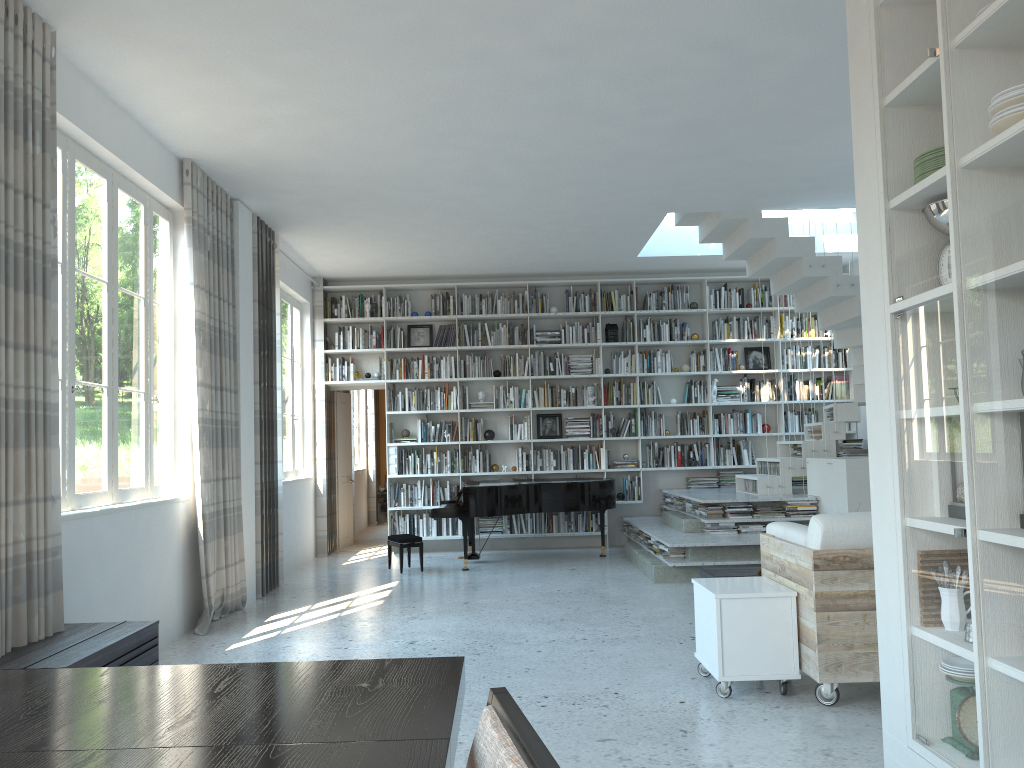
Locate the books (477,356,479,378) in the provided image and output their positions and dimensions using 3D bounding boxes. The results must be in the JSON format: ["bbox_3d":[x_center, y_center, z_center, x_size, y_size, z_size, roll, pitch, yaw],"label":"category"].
[{"bbox_3d":[-0.400,-0.190,10.511,0.010,0.261,0.169,-2,-4,-1],"label":"books"}]

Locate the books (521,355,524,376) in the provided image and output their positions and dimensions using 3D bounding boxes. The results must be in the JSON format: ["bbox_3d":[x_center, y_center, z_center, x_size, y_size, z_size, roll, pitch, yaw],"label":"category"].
[{"bbox_3d":[0.128,-0.202,10.509,0.022,0.257,0.155,-2,-4,-1],"label":"books"}]

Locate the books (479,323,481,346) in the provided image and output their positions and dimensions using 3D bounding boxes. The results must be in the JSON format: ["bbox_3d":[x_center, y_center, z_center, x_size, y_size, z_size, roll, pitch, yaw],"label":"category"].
[{"bbox_3d":[-0.381,-0.573,10.526,0.023,0.293,0.156,-2,-4,-1],"label":"books"}]

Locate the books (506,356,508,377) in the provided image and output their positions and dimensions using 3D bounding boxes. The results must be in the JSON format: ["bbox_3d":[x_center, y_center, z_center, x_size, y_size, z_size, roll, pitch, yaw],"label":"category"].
[{"bbox_3d":[-0.057,-0.202,10.523,0.009,0.266,0.149,-2,-4,-1],"label":"books"}]

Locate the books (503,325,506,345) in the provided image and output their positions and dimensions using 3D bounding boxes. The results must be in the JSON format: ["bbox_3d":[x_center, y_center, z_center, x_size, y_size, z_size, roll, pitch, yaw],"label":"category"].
[{"bbox_3d":[-0.085,-0.564,10.537,0.028,0.260,0.135,-2,-4,-1],"label":"books"}]

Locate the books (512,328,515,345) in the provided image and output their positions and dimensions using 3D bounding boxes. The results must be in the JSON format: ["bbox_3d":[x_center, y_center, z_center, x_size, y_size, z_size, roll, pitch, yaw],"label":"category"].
[{"bbox_3d":[0.015,-0.546,10.526,0.030,0.217,0.182,-2,-4,-1],"label":"books"}]

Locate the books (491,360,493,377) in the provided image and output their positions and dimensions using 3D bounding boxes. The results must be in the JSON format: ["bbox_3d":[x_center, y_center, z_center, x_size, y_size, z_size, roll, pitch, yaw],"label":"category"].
[{"bbox_3d":[-0.236,-0.179,10.511,0.031,0.232,0.148,-2,-4,-1],"label":"books"}]

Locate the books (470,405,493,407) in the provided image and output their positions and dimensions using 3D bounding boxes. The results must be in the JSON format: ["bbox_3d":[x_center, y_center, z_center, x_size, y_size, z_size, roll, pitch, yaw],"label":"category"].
[{"bbox_3d":[-0.363,0.264,10.479,0.254,0.012,0.161,-1,-4,-6],"label":"books"}]

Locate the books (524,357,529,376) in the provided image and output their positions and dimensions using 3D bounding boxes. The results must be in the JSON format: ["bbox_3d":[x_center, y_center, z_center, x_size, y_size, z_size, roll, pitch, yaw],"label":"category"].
[{"bbox_3d":[0.172,-0.195,10.488,0.064,0.237,0.209,-2,-4,-1],"label":"books"}]

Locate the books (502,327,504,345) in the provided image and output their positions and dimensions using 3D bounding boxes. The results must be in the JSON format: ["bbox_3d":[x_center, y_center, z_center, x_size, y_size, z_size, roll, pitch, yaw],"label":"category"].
[{"bbox_3d":[-0.109,-0.547,10.517,0.021,0.226,0.191,-2,-4,-1],"label":"books"}]

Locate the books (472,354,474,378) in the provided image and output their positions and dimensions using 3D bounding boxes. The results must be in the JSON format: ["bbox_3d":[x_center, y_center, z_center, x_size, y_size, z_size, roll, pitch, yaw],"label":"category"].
[{"bbox_3d":[-0.459,-0.200,10.492,0.010,0.283,0.184,-2,-4,-1],"label":"books"}]

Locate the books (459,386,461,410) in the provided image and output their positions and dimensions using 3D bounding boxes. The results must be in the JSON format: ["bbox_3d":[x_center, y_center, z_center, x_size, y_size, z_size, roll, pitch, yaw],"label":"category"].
[{"bbox_3d":[-0.611,0.172,10.493,0.012,0.285,0.159,-2,-4,-1],"label":"books"}]

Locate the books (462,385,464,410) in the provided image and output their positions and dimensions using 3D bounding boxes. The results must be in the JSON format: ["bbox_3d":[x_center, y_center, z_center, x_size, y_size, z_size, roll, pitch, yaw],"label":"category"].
[{"bbox_3d":[-0.576,0.166,10.506,0.011,0.297,0.136,-2,-3,-1],"label":"books"}]

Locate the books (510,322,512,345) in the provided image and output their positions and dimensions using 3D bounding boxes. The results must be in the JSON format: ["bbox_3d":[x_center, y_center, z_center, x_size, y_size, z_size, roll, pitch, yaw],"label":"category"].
[{"bbox_3d":[-0.012,-0.580,10.548,0.022,0.290,0.146,-2,-4,-1],"label":"books"}]

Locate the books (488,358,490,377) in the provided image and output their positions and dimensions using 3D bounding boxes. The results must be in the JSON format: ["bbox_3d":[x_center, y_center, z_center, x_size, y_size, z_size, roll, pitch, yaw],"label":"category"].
[{"bbox_3d":[-0.271,-0.180,10.527,0.009,0.236,0.135,-2,-4,-1],"label":"books"}]

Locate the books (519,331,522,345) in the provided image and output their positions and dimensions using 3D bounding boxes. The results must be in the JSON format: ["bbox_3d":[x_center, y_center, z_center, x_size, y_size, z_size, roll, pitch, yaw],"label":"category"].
[{"bbox_3d":[0.102,-0.571,10.529,0.055,0.263,0.167,-2,-4,-1],"label":"books"}]

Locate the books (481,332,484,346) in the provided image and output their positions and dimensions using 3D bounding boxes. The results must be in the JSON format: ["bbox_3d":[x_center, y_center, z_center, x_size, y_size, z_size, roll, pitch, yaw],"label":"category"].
[{"bbox_3d":[-0.351,-0.516,10.533,0.034,0.180,0.160,-2,-4,-1],"label":"books"}]

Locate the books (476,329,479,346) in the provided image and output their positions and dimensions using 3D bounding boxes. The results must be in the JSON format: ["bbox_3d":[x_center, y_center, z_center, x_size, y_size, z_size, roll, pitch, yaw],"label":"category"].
[{"bbox_3d":[-0.406,-0.535,10.524,0.029,0.218,0.158,-2,-4,-1],"label":"books"}]

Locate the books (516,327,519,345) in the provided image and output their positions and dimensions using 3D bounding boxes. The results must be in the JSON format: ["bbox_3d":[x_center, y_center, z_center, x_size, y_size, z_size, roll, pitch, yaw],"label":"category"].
[{"bbox_3d":[0.063,-0.555,10.547,0.024,0.237,0.153,-2,-4,-1],"label":"books"}]

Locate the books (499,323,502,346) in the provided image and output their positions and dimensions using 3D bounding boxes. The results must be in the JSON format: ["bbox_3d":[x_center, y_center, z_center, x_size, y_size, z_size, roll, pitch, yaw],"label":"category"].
[{"bbox_3d":[-0.134,-0.575,10.543,0.026,0.286,0.137,-2,-4,-1],"label":"books"}]

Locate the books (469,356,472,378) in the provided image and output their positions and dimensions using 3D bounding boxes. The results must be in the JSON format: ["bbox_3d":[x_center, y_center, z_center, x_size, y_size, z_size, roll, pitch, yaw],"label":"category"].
[{"bbox_3d":[-0.486,-0.189,10.500,0.024,0.262,0.177,-2,-4,-1],"label":"books"}]

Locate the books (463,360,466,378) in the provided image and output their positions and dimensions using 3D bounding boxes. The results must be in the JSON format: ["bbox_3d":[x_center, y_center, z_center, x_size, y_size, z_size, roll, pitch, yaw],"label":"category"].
[{"bbox_3d":[-0.558,-0.164,10.520,0.024,0.219,0.140,-2,-4,-1],"label":"books"}]

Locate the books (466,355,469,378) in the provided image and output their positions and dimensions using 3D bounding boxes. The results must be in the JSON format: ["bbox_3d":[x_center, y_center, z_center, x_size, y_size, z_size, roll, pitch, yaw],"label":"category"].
[{"bbox_3d":[-0.522,-0.196,10.503,0.026,0.279,0.151,-2,-4,-1],"label":"books"}]

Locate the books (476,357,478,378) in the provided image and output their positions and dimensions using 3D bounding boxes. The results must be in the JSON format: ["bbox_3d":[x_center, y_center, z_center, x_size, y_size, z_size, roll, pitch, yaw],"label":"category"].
[{"bbox_3d":[-0.410,-0.186,10.486,0.012,0.251,0.184,-2,-4,-1],"label":"books"}]

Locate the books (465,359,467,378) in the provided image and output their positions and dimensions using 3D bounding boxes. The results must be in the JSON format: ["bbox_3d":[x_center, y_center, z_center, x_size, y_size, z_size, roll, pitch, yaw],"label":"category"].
[{"bbox_3d":[-0.540,-0.175,10.508,0.012,0.240,0.134,-2,-4,-1],"label":"books"}]

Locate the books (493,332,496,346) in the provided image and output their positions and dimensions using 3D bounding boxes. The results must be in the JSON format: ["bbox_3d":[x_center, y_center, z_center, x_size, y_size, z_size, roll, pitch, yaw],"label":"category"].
[{"bbox_3d":[-0.205,-0.521,10.526,0.028,0.180,0.168,-2,-4,-1],"label":"books"}]

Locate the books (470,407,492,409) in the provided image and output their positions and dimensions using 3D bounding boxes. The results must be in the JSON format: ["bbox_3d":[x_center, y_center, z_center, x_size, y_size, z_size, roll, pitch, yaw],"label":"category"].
[{"bbox_3d":[-0.362,0.290,10.488,0.254,0.012,0.161,-2,-4,-1],"label":"books"}]

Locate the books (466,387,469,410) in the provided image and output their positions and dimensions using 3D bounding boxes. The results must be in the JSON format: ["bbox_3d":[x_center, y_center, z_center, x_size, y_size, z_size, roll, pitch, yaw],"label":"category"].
[{"bbox_3d":[-0.526,0.173,10.489,0.021,0.277,0.136,-2,-4,-1],"label":"books"}]

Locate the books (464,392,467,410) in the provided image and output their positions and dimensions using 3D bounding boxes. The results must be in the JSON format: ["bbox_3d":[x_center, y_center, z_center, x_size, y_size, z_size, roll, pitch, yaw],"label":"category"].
[{"bbox_3d":[-0.552,0.208,10.492,0.034,0.209,0.136,-2,-4,-1],"label":"books"}]

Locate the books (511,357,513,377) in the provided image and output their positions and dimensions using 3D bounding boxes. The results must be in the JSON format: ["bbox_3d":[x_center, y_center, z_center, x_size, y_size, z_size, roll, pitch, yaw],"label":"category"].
[{"bbox_3d":[-0.001,-0.194,10.490,0.013,0.243,0.189,-2,-4,-1],"label":"books"}]

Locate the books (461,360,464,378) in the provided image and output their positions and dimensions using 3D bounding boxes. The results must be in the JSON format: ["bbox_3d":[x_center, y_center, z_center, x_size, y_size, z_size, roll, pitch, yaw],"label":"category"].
[{"bbox_3d":[-0.585,-0.166,10.521,0.029,0.224,0.136,-2,-4,-1],"label":"books"}]

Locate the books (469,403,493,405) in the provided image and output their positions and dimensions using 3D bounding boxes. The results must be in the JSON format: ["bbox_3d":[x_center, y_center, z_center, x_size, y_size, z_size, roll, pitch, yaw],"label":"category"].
[{"bbox_3d":[-0.363,0.240,10.487,0.285,0.012,0.159,-2,-4,1],"label":"books"}]

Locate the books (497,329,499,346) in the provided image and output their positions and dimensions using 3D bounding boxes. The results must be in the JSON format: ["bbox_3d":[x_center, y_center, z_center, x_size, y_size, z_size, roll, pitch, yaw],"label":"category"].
[{"bbox_3d":[-0.168,-0.536,10.553,0.024,0.212,0.128,-2,-4,-1],"label":"books"}]

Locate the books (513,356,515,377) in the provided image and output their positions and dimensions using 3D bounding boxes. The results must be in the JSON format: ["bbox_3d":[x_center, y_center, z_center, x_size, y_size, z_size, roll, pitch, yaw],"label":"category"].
[{"bbox_3d":[0.023,-0.198,10.514,0.017,0.253,0.139,-2,-4,-1],"label":"books"}]

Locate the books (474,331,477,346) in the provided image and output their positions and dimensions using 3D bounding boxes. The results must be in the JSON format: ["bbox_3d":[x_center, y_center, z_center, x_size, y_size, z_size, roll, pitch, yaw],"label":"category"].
[{"bbox_3d":[-0.432,-0.525,10.530,0.024,0.201,0.153,-2,-4,-1],"label":"books"}]

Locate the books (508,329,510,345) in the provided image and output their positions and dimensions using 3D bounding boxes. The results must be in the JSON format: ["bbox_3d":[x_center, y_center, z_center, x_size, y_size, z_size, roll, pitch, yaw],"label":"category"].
[{"bbox_3d":[-0.034,-0.541,10.543,0.024,0.213,0.150,-2,-4,-1],"label":"books"}]

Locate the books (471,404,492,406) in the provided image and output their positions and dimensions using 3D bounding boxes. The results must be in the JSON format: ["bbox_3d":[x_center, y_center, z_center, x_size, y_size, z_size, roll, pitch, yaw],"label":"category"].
[{"bbox_3d":[-0.363,0.252,10.484,0.254,0.012,0.161,-1,-4,-4],"label":"books"}]

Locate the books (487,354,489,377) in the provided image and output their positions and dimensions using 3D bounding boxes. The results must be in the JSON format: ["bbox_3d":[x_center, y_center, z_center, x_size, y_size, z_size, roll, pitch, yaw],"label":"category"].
[{"bbox_3d":[-0.281,-0.207,10.494,0.011,0.287,0.189,-2,-4,-1],"label":"books"}]

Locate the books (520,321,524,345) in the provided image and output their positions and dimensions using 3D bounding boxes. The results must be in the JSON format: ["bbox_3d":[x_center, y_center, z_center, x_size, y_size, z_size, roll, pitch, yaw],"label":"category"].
[{"bbox_3d":[0.117,-0.591,10.530,0.058,0.302,0.175,-2,-4,-1],"label":"books"}]

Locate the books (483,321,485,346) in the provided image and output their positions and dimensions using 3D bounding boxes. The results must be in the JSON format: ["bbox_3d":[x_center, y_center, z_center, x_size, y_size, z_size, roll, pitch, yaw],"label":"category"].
[{"bbox_3d":[-0.329,-0.584,10.546,0.013,0.315,0.135,-2,-3,-1],"label":"books"}]

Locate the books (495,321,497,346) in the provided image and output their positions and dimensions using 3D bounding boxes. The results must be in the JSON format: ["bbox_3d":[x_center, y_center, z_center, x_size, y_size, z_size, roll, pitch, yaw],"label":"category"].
[{"bbox_3d":[-0.187,-0.585,10.530,0.012,0.307,0.145,-2,-4,-1],"label":"books"}]

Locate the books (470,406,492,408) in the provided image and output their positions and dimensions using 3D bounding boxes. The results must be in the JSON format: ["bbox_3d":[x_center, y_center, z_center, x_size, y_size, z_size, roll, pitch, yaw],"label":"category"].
[{"bbox_3d":[-0.362,0.277,10.480,0.254,0.012,0.161,-1,-4,-5],"label":"books"}]

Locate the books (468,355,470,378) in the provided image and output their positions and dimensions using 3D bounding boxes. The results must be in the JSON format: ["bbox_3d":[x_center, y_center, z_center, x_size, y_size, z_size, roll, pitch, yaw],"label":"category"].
[{"bbox_3d":[-0.504,-0.195,10.499,0.012,0.276,0.157,-2,-4,-1],"label":"books"}]

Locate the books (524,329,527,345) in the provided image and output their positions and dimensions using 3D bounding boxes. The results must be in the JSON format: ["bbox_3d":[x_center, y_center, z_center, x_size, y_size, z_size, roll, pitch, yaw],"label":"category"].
[{"bbox_3d":[0.161,-0.545,10.552,0.028,0.211,0.134,-2,-4,-1],"label":"books"}]

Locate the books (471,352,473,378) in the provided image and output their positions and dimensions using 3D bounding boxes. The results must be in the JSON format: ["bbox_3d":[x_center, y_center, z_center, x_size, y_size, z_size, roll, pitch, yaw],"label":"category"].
[{"bbox_3d":[-0.469,-0.215,10.515,0.011,0.317,0.154,-2,-4,-1],"label":"books"}]

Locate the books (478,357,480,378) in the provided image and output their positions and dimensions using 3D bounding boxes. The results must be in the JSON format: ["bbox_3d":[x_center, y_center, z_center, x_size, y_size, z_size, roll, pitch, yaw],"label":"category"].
[{"bbox_3d":[-0.389,-0.187,10.510,0.011,0.255,0.152,-2,-4,-1],"label":"books"}]

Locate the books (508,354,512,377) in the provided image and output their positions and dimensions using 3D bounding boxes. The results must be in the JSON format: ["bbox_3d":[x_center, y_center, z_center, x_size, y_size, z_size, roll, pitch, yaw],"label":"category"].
[{"bbox_3d":[-0.025,-0.213,10.525,0.033,0.287,0.155,-2,-4,-1],"label":"books"}]

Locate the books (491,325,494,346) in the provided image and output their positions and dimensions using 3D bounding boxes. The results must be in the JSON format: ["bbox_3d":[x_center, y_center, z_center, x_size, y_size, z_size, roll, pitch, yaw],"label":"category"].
[{"bbox_3d":[-0.233,-0.562,10.535,0.027,0.265,0.168,-2,-4,-1],"label":"books"}]

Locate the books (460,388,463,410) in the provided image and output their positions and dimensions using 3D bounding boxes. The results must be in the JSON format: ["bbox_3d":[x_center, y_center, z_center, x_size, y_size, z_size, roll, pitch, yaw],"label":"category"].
[{"bbox_3d":[-0.593,0.185,10.486,0.024,0.257,0.134,-2,-4,-1],"label":"books"}]

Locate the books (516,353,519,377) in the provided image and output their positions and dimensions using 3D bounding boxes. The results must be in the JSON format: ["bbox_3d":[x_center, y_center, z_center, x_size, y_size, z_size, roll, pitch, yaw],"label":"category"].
[{"bbox_3d":[0.061,-0.214,10.508,0.022,0.284,0.190,-2,-4,-1],"label":"books"}]

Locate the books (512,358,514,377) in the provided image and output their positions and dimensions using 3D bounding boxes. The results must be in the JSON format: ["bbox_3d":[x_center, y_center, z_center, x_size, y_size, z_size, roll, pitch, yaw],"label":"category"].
[{"bbox_3d":[0.010,-0.188,10.526,0.011,0.236,0.130,-2,-4,-1],"label":"books"}]

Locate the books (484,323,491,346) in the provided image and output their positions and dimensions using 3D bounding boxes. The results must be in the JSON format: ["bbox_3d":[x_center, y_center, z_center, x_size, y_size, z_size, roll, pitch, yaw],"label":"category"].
[{"bbox_3d":[-0.284,-0.572,10.520,0.075,0.285,0.178,-2,-4,-1],"label":"books"}]

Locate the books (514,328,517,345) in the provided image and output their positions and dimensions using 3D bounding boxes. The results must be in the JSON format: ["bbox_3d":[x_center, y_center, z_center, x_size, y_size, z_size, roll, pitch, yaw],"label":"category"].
[{"bbox_3d":[0.040,-0.548,10.531,0.022,0.222,0.161,-2,-4,-1],"label":"books"}]

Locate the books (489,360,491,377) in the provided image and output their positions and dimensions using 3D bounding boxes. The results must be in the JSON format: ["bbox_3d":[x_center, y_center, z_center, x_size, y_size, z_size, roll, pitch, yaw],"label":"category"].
[{"bbox_3d":[-0.261,-0.171,10.520,0.012,0.218,0.151,-2,-4,-1],"label":"books"}]

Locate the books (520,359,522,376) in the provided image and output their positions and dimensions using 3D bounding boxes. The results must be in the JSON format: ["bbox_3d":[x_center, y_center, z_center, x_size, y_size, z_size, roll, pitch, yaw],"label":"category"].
[{"bbox_3d":[0.106,-0.180,10.517,0.024,0.216,0.142,-2,-4,-1],"label":"books"}]

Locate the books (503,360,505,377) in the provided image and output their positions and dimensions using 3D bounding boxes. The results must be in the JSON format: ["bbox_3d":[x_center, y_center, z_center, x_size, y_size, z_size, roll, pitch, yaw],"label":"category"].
[{"bbox_3d":[-0.093,-0.176,10.516,0.013,0.216,0.149,-2,-4,-1],"label":"books"}]

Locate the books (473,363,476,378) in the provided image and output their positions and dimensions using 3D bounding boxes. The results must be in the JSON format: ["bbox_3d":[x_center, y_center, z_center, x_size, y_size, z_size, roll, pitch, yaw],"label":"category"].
[{"bbox_3d":[-0.438,-0.151,10.507,0.029,0.186,0.149,-2,-4,-1],"label":"books"}]

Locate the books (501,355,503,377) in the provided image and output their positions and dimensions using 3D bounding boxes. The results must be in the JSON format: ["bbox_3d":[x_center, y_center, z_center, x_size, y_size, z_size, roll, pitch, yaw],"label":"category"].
[{"bbox_3d":[-0.116,-0.204,10.528,0.012,0.275,0.129,-2,-4,-1],"label":"books"}]
